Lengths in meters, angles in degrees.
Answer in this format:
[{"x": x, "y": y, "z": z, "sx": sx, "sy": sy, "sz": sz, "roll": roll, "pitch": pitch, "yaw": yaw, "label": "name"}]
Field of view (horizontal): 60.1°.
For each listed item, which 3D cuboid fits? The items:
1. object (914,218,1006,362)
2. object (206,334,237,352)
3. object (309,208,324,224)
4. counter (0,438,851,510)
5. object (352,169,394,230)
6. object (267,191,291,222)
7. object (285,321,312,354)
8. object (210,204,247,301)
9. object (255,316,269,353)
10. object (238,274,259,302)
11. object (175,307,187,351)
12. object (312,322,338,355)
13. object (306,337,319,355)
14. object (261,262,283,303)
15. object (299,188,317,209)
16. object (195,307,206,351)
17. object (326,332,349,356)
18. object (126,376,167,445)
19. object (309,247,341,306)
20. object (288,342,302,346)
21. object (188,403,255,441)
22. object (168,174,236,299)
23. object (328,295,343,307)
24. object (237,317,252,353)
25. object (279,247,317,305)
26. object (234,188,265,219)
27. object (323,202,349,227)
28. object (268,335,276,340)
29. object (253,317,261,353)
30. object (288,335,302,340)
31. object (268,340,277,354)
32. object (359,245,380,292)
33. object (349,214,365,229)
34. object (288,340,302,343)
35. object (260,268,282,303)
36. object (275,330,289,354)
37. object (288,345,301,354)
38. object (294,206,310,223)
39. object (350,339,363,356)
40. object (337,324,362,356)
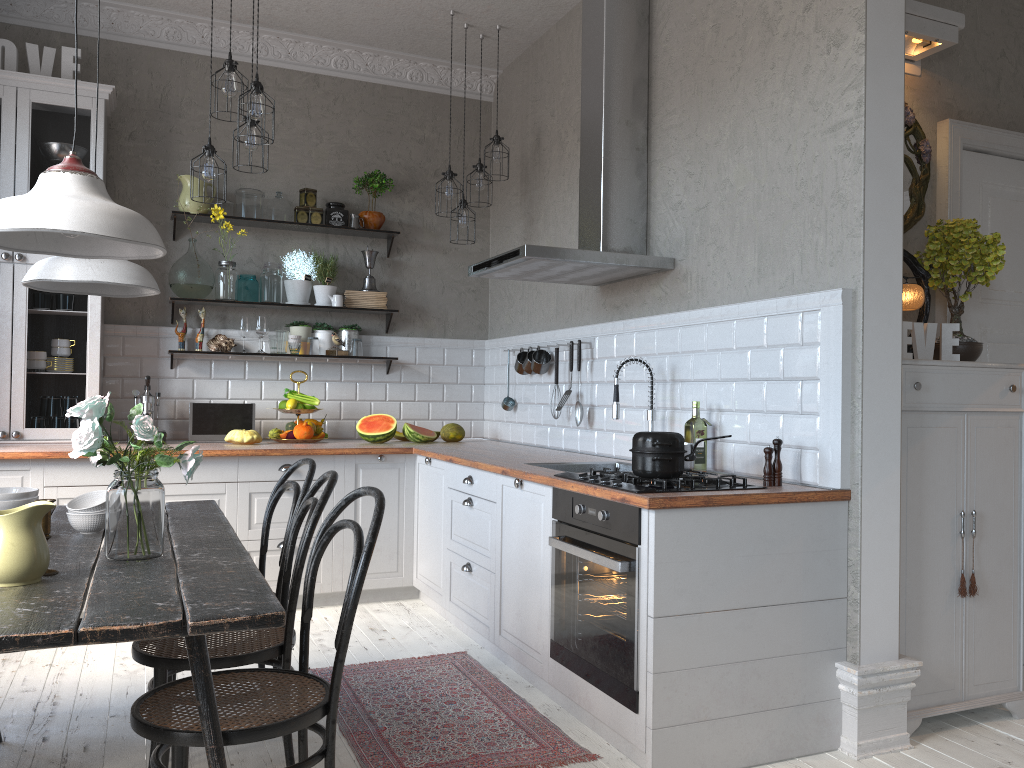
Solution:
[{"x": 1.707, "y": -0.353, "z": 3.380, "sx": 0.295, "sy": 0.553, "sz": 0.343, "roll": 1, "pitch": -1, "yaw": 11, "label": "object"}, {"x": -1.703, "y": -0.238, "z": 5.170, "sx": 0.094, "sy": 0.111, "sz": 0.180, "roll": 0, "pitch": -1, "yaw": 44, "label": "object"}, {"x": -1.193, "y": -1.010, "z": 5.402, "sx": 0.083, "sy": 0.113, "sz": 0.082, "roll": 1, "pitch": -1, "yaw": -13, "label": "object"}, {"x": -0.986, "y": 0.344, "z": 3.797, "sx": 3.213, "sy": 0.039, "sz": 3.336, "roll": 1, "pitch": -1, "yaw": -23, "label": "counter"}, {"x": -0.862, "y": -1.145, "z": 5.555, "sx": 0.261, "sy": 0.397, "sz": 0.241, "roll": 1, "pitch": -1, "yaw": 1, "label": "object"}, {"x": -1.425, "y": -1.066, "z": 5.412, "sx": 0.137, "sy": 0.220, "sz": 0.142, "roll": 1, "pitch": -1, "yaw": 26, "label": "object"}, {"x": -1.309, "y": -0.285, "z": 5.414, "sx": 0.160, "sy": 0.217, "sz": 0.152, "roll": 2, "pitch": -1, "yaw": -44, "label": "object"}, {"x": -1.653, "y": -0.752, "z": 5.103, "sx": 0.195, "sy": 0.540, "sz": 0.275, "roll": 1, "pitch": -1, "yaw": -31, "label": "object"}, {"x": -1.472, "y": -0.289, "z": 5.216, "sx": 0.083, "sy": 0.217, "sz": 0.080, "roll": 1, "pitch": -1, "yaw": -37, "label": "object"}, {"x": -1.579, "y": -0.563, "z": 5.290, "sx": 0.128, "sy": 0.172, "sz": 0.124, "roll": 1, "pitch": -1, "yaw": -20, "label": "object"}, {"x": -1.910, "y": -0.317, "z": 5.121, "sx": 0.060, "sy": 0.264, "sz": 0.054, "roll": 0, "pitch": -1, "yaw": 38, "label": "object"}, {"x": -1.168, "y": -0.278, "z": 5.486, "sx": 0.173, "sy": 0.214, "sz": 0.148, "roll": 1, "pitch": -1, "yaw": 6, "label": "object"}, {"x": -1.209, "y": -0.229, "z": 5.381, "sx": 0.079, "sy": 0.108, "sz": 0.076, "roll": 1, "pitch": -1, "yaw": -30, "label": "object"}, {"x": -1.466, "y": -0.605, "z": 5.407, "sx": 0.133, "sy": 0.264, "sz": 0.130, "roll": 1, "pitch": -1, "yaw": -18, "label": "object"}, {"x": -1.238, "y": -1.123, "z": 5.373, "sx": 0.084, "sy": 0.113, "sz": 0.081, "roll": 2, "pitch": -1, "yaw": -43, "label": "object"}, {"x": -1.806, "y": -0.315, "z": 5.150, "sx": 0.053, "sy": 0.264, "sz": 0.062, "roll": 1, "pitch": -1, "yaw": 13, "label": "object"}, {"x": -1.066, "y": -0.243, "z": 5.437, "sx": 0.099, "sy": 0.147, "sz": 0.121, "roll": 0, "pitch": -1, "yaw": 34, "label": "object"}, {"x": -1.979, "y": 0.141, "z": 4.809, "sx": 0.209, "sy": 0.370, "sz": 0.347, "roll": 1, "pitch": -1, "yaw": -23, "label": "object"}, {"x": -1.147, "y": -0.659, "z": 5.428, "sx": 0.166, "sy": 0.380, "sz": 0.187, "roll": 0, "pitch": -1, "yaw": 28, "label": "object"}, {"x": -1.296, "y": -0.220, "z": 5.283, "sx": 0.079, "sy": 0.051, "sz": 0.076, "roll": 1, "pitch": -1, "yaw": -31, "label": "object"}, {"x": -1.652, "y": 0.221, "z": 5.048, "sx": 0.357, "sy": 0.226, "sz": 0.086, "roll": 1, "pitch": -1, "yaw": -24, "label": "object"}, {"x": -1.831, "y": -0.824, "z": 5.071, "sx": 0.331, "sy": 0.674, "sz": 0.341, "roll": 0, "pitch": -1, "yaw": 35, "label": "object"}, {"x": -1.064, "y": -0.505, "z": 5.396, "sx": 0.105, "sy": 0.071, "sz": 0.063, "roll": 1, "pitch": -1, "yaw": 6, "label": "object"}, {"x": -1.591, "y": -0.290, "z": 5.264, "sx": 0.083, "sy": 0.217, "sz": 0.080, "roll": 1, "pitch": -1, "yaw": -37, "label": "object"}, {"x": -1.290, "y": -0.649, "z": 5.420, "sx": 0.246, "sy": 0.354, "sz": 0.233, "roll": 1, "pitch": -1, "yaw": -6, "label": "object"}, {"x": -1.556, "y": -1.053, "z": 5.251, "sx": 0.170, "sy": 0.184, "sz": 0.174, "roll": 1, "pitch": -1, "yaw": 16, "label": "object"}, {"x": -1.098, "y": -1.038, "z": 5.499, "sx": 0.144, "sy": 0.174, "sz": 0.140, "roll": 1, "pitch": -1, "yaw": -23, "label": "object"}, {"x": -1.431, "y": -0.253, "z": 5.350, "sx": 0.078, "sy": 0.083, "sz": 0.077, "roll": 1, "pitch": -1, "yaw": -6, "label": "object"}, {"x": -1.509, "y": -0.288, "z": 5.296, "sx": 0.083, "sy": 0.217, "sz": 0.080, "roll": 1, "pitch": -1, "yaw": -37, "label": "object"}, {"x": -1.295, "y": -0.263, "z": 5.284, "sx": 0.079, "sy": 0.051, "sz": 0.075, "roll": 1, "pitch": -1, "yaw": -38, "label": "object"}, {"x": -1.432, "y": -0.220, "z": 5.350, "sx": 0.078, "sy": 0.083, "sz": 0.077, "roll": 1, "pitch": -1, "yaw": -6, "label": "object"}, {"x": -0.895, "y": -0.716, "z": 5.568, "sx": 0.133, "sy": 0.287, "sz": 0.128, "roll": 2, "pitch": -1, "yaw": -38, "label": "object"}, {"x": -0.958, "y": -0.997, "z": 5.455, "sx": 0.095, "sy": 0.096, "sz": 0.073, "roll": 1, "pitch": -1, "yaw": -23, "label": "object"}, {"x": -1.295, "y": -0.237, "z": 5.284, "sx": 0.077, "sy": 0.051, "sz": 0.077, "roll": 1, "pitch": -1, "yaw": -5, "label": "object"}, {"x": -1.431, "y": -0.578, "z": 5.260, "sx": 0.125, "sy": 0.206, "sz": 0.125, "roll": 1, "pitch": -1, "yaw": -1, "label": "object"}, {"x": -1.375, "y": -0.248, "z": 5.295, "sx": 0.077, "sy": 0.139, "sz": 0.080, "roll": 0, "pitch": -1, "yaw": 39, "label": "object"}, {"x": -1.296, "y": -0.203, "z": 5.283, "sx": 0.079, "sy": 0.051, "sz": 0.076, "roll": 1, "pitch": -1, "yaw": -31, "label": "object"}, {"x": -1.276, "y": -1.012, "z": 5.369, "sx": 0.084, "sy": 0.113, "sz": 0.081, "roll": 1, "pitch": -1, "yaw": -23, "label": "object"}, {"x": -0.958, "y": -0.224, "z": 5.466, "sx": 0.079, "sy": 0.108, "sz": 0.076, "roll": 1, "pitch": -1, "yaw": -30, "label": "object"}, {"x": -1.018, "y": -0.273, "z": 5.562, "sx": 0.161, "sy": 0.213, "sz": 0.150, "roll": 1, "pitch": -1, "yaw": -26, "label": "object"}]
